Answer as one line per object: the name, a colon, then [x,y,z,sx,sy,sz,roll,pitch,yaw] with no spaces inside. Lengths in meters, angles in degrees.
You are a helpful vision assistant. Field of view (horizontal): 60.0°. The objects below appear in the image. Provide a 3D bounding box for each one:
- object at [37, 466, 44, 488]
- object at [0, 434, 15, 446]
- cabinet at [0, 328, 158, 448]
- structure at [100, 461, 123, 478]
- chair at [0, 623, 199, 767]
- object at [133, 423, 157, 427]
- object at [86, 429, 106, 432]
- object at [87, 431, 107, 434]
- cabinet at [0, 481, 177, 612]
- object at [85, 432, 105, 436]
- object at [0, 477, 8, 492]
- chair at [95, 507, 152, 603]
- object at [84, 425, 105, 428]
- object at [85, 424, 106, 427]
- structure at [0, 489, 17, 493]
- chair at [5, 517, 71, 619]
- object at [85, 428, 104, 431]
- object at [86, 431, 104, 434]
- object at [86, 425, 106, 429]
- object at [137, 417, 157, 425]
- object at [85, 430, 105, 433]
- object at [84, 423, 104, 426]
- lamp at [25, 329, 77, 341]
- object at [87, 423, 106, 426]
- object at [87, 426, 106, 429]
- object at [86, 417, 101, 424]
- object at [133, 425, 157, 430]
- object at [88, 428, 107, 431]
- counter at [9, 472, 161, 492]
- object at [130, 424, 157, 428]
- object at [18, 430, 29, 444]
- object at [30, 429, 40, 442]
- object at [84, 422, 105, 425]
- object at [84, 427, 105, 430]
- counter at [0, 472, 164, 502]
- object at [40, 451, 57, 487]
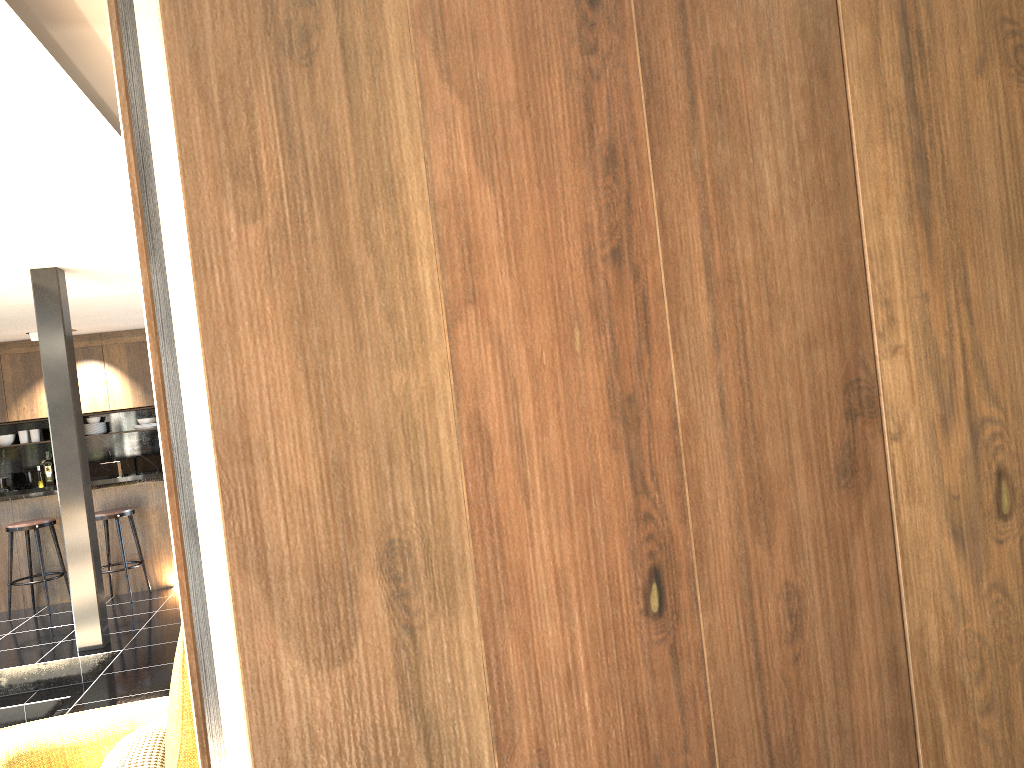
object: [-6.020,1.184,11.307,0.058,0.287,0.057,-7,1,2]
object: [-6.376,0.713,11.161,0.234,0.138,0.234,-7,0,9]
cabinet: [-4.955,0.718,11.263,6.890,2.691,0.869,-7,1,-11]
structure: [-5.027,1.099,11.110,0.242,0.231,0.173,-7,1,-11]
chair: [-1.203,1.132,2.399,1.030,1.098,0.807,-7,1,-12]
object: [-4.704,0.535,11.480,0.438,0.039,0.437,-6,0,25]
object: [-5.368,0.609,11.423,0.269,0.024,0.269,-6,0,28]
object: [-5.364,0.637,11.424,0.269,0.024,0.269,-6,0,28]
cabinet: [-4.824,1.575,8.097,3.563,0.994,0.698,-7,1,-11]
object: [-5.364,0.644,11.424,0.269,0.024,0.269,-6,0,28]
object: [-6.357,1.222,10.827,0.279,0.218,0.300,-6,1,22]
chair: [-3.523,1.526,7.891,0.412,0.799,0.412,-7,1,-1]
object: [-5.374,0.555,11.422,0.269,0.024,0.269,-6,0,28]
object: [-5.375,0.546,11.422,0.269,0.024,0.269,-6,0,28]
structure: [-6.555,1.369,10.903,0.877,0.046,0.533,-7,0,-11]
chair: [-4.167,1.601,7.769,0.412,0.799,0.412,-7,1,-1]
object: [-5.370,0.590,11.423,0.269,0.024,0.269,-6,0,28]
object: [-5.365,0.628,11.424,0.269,0.024,0.269,-6,0,28]
object: [-5.373,0.562,11.422,0.269,0.024,0.269,-6,0,28]
object: [-4.713,0.487,11.480,0.254,0.088,0.254,-6,0,15]
object: [-5.367,0.617,11.423,0.269,0.024,0.269,-6,0,28]
object: [-5.377,0.528,11.422,0.269,0.024,0.269,-6,0,28]
lamp: [-5.267,-0.609,10.145,0.501,0.280,0.349,-7,1,-11]
object: [-5.376,0.535,11.422,0.269,0.024,0.269,-6,0,28]
object: [-5.372,0.573,11.423,0.269,0.024,0.269,-6,0,28]
object: [-5.386,0.476,11.420,0.168,0.087,0.168,-7,0,9]
object: [-4.701,0.562,11.480,0.438,0.039,0.437,-6,0,25]
object: [-5.369,0.600,11.423,0.269,0.024,0.269,-6,0,28]
counter: [-4.897,1.201,11.278,4.590,0.005,0.862,-7,0,-11]
object: [-4.703,0.549,11.480,0.438,0.039,0.437,-6,0,25]
object: [-6.155,0.670,11.179,0.109,0.161,0.109,-7,1,-28]
object: [-6.024,0.654,11.204,0.109,0.161,0.109,-7,1,2]
object: [-5.378,0.519,11.422,0.269,0.024,0.269,-6,0,28]
object: [-5.371,0.582,11.423,0.269,0.024,0.269,-6,0,28]
counter: [-4.885,1.059,8.087,3.572,0.041,0.698,-7,0,-11]
object: [-5.933,1.091,11.328,0.133,0.451,0.116,-7,1,-11]
